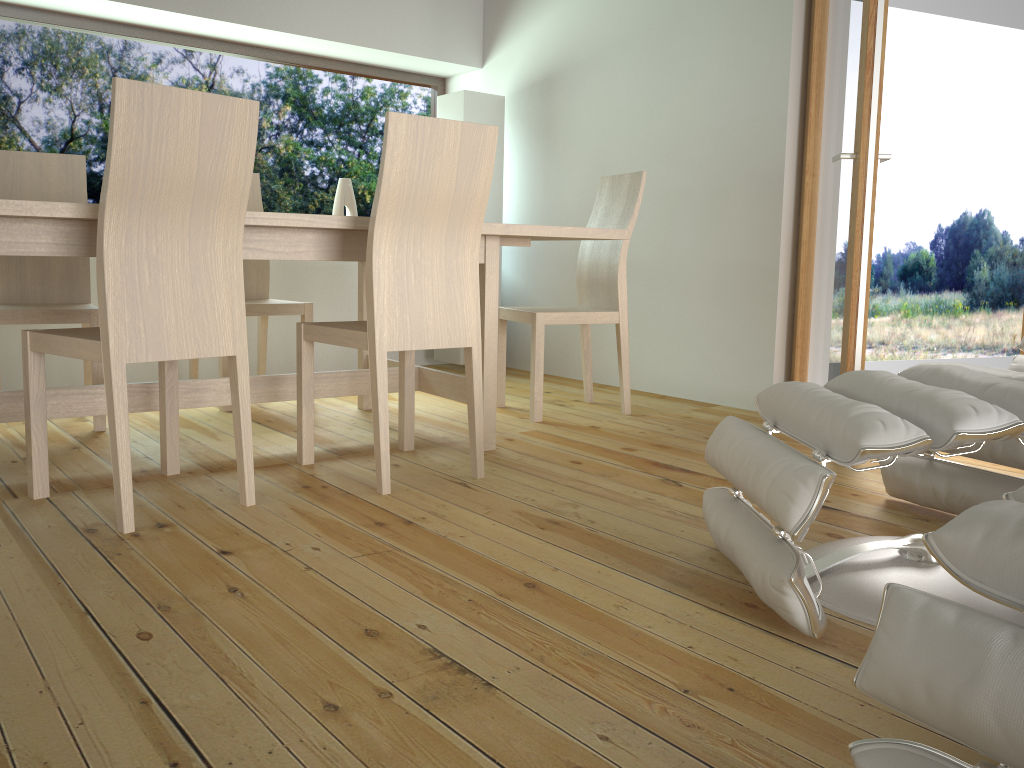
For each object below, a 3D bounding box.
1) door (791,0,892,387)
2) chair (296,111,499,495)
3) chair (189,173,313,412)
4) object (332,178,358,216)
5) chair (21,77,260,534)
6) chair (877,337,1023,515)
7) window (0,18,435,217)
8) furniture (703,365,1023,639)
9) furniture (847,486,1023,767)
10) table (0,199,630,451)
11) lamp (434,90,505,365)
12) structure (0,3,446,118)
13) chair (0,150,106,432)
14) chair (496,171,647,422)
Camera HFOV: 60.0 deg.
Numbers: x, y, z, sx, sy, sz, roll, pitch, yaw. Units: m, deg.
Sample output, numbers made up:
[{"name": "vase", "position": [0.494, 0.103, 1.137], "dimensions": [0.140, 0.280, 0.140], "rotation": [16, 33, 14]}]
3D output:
[{"name": "door", "position": [1.221, -1.023, 3.307], "dimensions": [0.163, 2.410, 0.938], "rotation": [2, 7, 7]}, {"name": "chair", "position": [-0.344, -0.240, 2.632], "dimensions": [0.405, 1.014, 0.507], "rotation": [-4, 8, -38]}, {"name": "chair", "position": [-1.172, -0.435, 3.884], "dimensions": [0.405, 1.014, 0.507], "rotation": [-4, 9, -39]}, {"name": "object", "position": [-0.951, -0.974, 5.049], "dimensions": [0.153, 0.383, 0.153], "rotation": [-5, 9, -41]}, {"name": "chair", "position": [-0.933, -0.199, 2.249], "dimensions": [0.507, 1.014, 0.405], "rotation": [7, 9, 41]}, {"name": "chair", "position": [1.509, -0.138, 2.354], "dimensions": [0.914, 0.965, 0.571], "rotation": [-3, 8, -28]}, {"name": "window", "position": [-2.148, -1.271, 4.452], "dimensions": [4.191, 0.975, 0.013], "rotation": [-5, 9, -38]}, {"name": "furniture", "position": [0.779, 0.194, 1.775], "dimensions": [0.686, 0.438, 0.571], "rotation": [1, 7, -3]}, {"name": "furniture", "position": [0.791, 0.320, 0.889], "dimensions": [0.686, 0.438, 0.571], "rotation": [-3, 9, -31]}, {"name": "table", "position": [-0.961, -0.163, 2.918], "dimensions": [2.502, 0.753, 1.203], "rotation": [-4, 9, -35]}, {"name": "lamp", "position": [-0.247, -0.876, 5.072], "dimensions": [0.280, 1.495, 0.281], "rotation": [-4, 8, -38]}, {"name": "structure", "position": [-2.251, -1.194, 4.107], "dimensions": [4.880, 1.150, 0.527], "rotation": [-5, 9, -38]}, {"name": "chair", "position": [-1.743, -0.359, 3.265], "dimensions": [0.404, 1.014, 0.507], "rotation": [-2, 7, -27]}, {"name": "chair", "position": [0.242, -0.388, 3.764], "dimensions": [0.506, 1.014, 0.405], "rotation": [-2, 7, -25]}]
